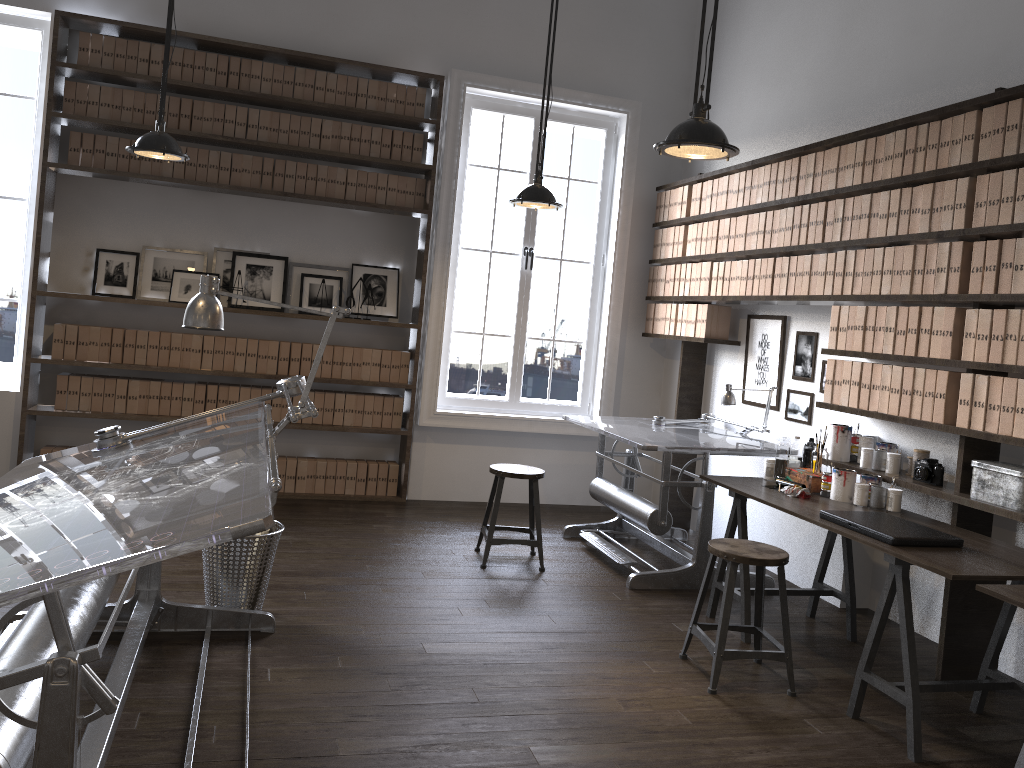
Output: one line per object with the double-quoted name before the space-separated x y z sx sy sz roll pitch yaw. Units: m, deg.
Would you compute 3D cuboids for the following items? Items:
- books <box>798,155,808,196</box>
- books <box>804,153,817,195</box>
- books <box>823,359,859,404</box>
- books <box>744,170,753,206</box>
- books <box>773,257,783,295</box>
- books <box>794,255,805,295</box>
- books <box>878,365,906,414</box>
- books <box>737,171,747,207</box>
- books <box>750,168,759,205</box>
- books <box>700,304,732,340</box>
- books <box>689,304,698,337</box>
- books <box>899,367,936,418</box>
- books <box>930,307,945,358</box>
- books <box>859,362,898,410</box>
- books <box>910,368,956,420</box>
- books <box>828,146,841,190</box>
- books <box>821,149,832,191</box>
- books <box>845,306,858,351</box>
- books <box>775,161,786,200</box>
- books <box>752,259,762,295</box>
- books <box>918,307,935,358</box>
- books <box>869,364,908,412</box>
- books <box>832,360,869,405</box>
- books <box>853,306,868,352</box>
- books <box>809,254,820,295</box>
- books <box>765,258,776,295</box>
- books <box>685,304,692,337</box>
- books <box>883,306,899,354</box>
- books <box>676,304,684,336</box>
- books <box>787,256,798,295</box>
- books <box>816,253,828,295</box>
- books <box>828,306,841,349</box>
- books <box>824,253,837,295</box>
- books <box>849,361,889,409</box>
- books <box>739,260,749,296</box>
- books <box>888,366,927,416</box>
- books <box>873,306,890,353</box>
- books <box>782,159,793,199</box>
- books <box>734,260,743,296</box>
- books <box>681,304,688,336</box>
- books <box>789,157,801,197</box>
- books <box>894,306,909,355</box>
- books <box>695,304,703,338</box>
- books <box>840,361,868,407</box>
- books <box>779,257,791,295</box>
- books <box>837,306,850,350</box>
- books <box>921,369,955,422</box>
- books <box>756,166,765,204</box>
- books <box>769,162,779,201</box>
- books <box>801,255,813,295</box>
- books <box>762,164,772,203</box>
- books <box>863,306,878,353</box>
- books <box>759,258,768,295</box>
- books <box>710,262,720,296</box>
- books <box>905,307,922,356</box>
"books" 1.676 -1.133 4.876 0.174 0.225 0.067 5 1 -16
"books" 1.691 -1.127 4.806 0.174 0.225 0.067 5 1 -16
"books" 1.683 -0.008 4.493 0.174 0.225 0.067 5 1 -16
"books" 1.519 -1.185 5.416 0.174 0.225 0.067 5 1 -16
"books" 1.583 -0.598 5.028 0.174 0.225 0.067 5 1 -16
"books" 1.641 -0.578 4.824 0.174 0.225 0.067 5 1 -16
"books" 1.800 0.030 4.099 0.174 0.225 0.067 5 1 -16
"books" 1.496 -1.192 5.482 0.174 0.225 0.067 5 1 -16
"books" 1.540 -1.179 5.349 0.174 0.225 0.067 5 1 -16
"books" 1.335 -0.403 5.805 0.174 0.225 0.067 5 1 -16
"books" 1.291 -0.417 5.938 0.174 0.225 0.067 5 1 -16
"books" 1.836 0.043 3.959 0.174 0.225 0.067 5 1 -16
"books" 1.905 -0.213 3.818 0.174 0.225 0.067 5 1 -16
"books" 1.763 0.017 4.233 0.174 0.225 0.067 5 1 -16
"books" 1.858 0.049 3.899 0.174 0.225 0.067 5 1 -16
"books" 1.747 -1.108 4.605 0.174 0.225 0.067 5 1 -16
"books" 1.734 -1.114 4.672 0.174 0.225 0.067 5 1 -16
"books" 1.748 -0.265 4.367 0.174 0.225 0.067 5 1 -16
"books" 1.614 -1.153 5.082 0.174 0.225 0.067 5 1 -16
"books" 1.522 -0.618 5.234 0.174 0.225 0.067 5 1 -16
"books" 1.887 -0.219 3.891 0.174 0.225 0.067 5 1 -16
"books" 1.784 0.024 4.167 0.174 0.225 0.067 5 1 -16
"books" 1.706 -0.002 4.431 0.174 0.225 0.067 5 1 -16
"books" 1.762 -0.260 4.301 0.174 0.225 0.067 5 1 -16
"books" 1.677 -0.566 4.695 0.174 0.225 0.067 5 1 -16
"books" 1.557 -0.605 5.099 0.174 0.225 0.067 5 1 -16
"books" 1.277 -0.423 6.003 0.174 0.225 0.067 5 1 -16
"books" 1.821 -0.240 4.101 0.174 0.225 0.067 5 1 -16
"books" 1.237 -0.435 6.132 0.174 0.225 0.067 5 1 -16
"books" 1.622 -0.585 4.892 0.174 0.225 0.067 5 1 -16
"books" 1.693 -0.560 4.634 0.174 0.225 0.067 5 1 -16
"books" 1.707 -0.278 4.496 0.174 0.225 0.067 5 1 -16
"books" 1.711 -0.554 4.564 0.174 0.225 0.067 5 1 -16
"books" 1.740 0.010 4.300 0.174 0.225 0.067 5 1 -16
"books" 1.480 -0.631 5.363 0.174 0.225 0.067 5 1 -16
"books" 1.816 0.036 4.028 0.174 0.225 0.067 5 1 -16
"books" 1.806 -0.246 4.170 0.174 0.225 0.067 5 1 -16
"books" 1.634 -1.147 5.019 0.174 0.225 0.067 5 1 -16
"books" 1.463 -0.637 5.433 0.174 0.225 0.067 5 1 -16
"books" 1.258 -0.428 6.063 0.174 0.225 0.067 5 1 -16
"books" 1.649 -1.141 4.947 0.174 0.225 0.067 5 1 -16
"books" 1.845 -0.233 4.034 0.174 0.225 0.067 5 1 -16
"books" 1.317 -0.410 5.873 0.174 0.225 0.067 5 1 -16
"books" 1.722 0.004 4.370 0.174 0.225 0.067 5 1 -16
"books" 1.598 -0.592 4.959 0.174 0.225 0.067 5 1 -16
"books" 1.729 -0.271 4.427 0.174 0.225 0.067 5 1 -16
"books" 1.878 0.055 3.837 0.174 0.225 0.067 5 1 -16
"books" 1.556 -1.173 5.281 0.174 0.225 0.067 5 1 -16
"books" 1.592 -1.159 5.141 0.174 0.225 0.067 5 1 -16
"books" 1.654 -0.572 4.758 0.174 0.225 0.067 5 1 -16
"books" 1.572 -1.166 5.210 0.174 0.225 0.067 5 1 -16
"books" 1.786 -0.253 4.238 0.174 0.225 0.067 5 1 -16
"books" 1.542 -0.612 5.172 0.174 0.225 0.067 5 1 -16
"books" 1.383 -0.664 5.713 0.174 0.225 0.067 5 1 -16
"books" 1.861 -0.227 3.961 0.174 0.225 0.067 5 1 -16
